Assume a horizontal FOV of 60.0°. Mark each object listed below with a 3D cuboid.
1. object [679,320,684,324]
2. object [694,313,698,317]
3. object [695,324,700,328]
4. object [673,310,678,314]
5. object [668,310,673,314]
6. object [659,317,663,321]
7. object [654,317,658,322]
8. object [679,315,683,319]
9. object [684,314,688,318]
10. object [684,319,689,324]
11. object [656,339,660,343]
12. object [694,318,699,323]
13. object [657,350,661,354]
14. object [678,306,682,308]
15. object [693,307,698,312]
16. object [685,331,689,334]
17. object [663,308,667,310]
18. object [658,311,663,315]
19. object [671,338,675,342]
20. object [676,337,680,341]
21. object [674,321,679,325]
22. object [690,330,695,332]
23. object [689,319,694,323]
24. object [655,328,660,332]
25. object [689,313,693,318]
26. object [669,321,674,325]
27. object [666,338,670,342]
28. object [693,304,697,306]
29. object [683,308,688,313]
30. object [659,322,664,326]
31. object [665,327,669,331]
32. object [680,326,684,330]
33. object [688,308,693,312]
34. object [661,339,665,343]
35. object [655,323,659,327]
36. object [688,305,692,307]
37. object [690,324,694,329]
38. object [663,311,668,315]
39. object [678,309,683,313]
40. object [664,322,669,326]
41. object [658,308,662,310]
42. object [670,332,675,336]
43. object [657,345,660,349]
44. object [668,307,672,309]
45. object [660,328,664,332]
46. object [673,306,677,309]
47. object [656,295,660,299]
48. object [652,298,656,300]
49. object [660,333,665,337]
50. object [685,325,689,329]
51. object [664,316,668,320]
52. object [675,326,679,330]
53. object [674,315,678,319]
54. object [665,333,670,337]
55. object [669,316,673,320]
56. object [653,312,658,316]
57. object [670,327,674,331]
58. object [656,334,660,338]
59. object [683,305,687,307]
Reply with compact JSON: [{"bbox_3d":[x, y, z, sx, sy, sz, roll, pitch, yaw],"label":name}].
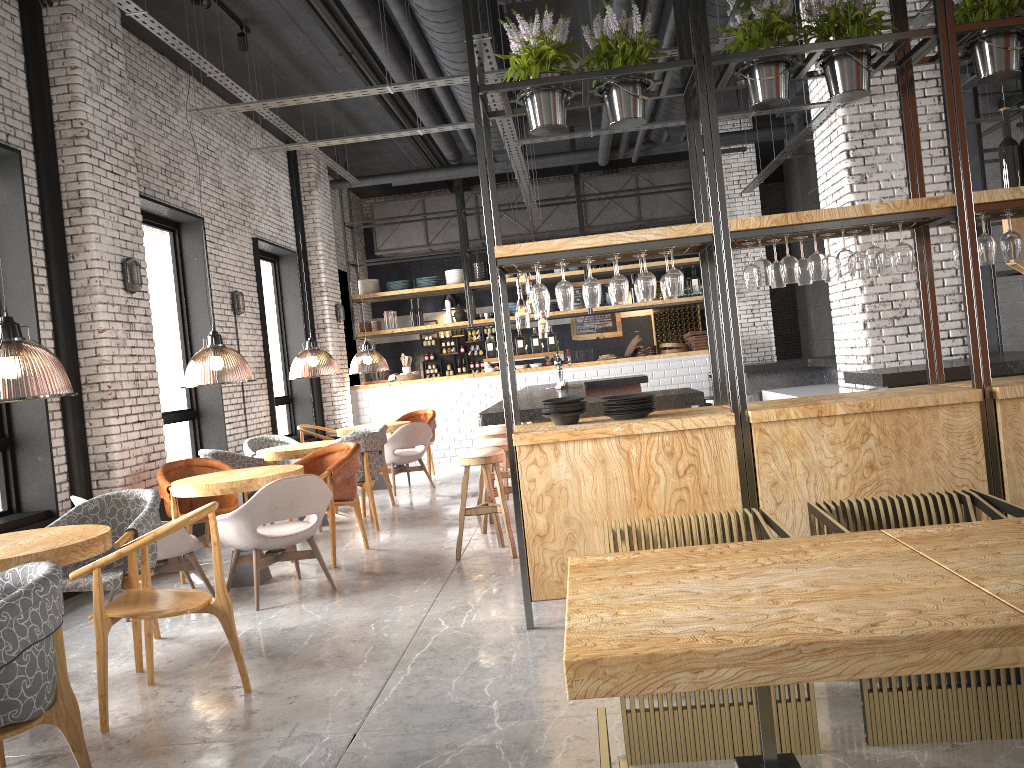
[{"bbox_3d":[3.230,-1.178,16.887,0.079,0.079,0.284,-6,1,5],"label":"object"},{"bbox_3d":[3.501,-1.312,16.870,0.079,0.079,0.284,-6,1,5],"label":"object"},{"bbox_3d":[3.519,-1.101,16.831,0.079,0.079,0.284,-6,1,5],"label":"object"},{"bbox_3d":[3.115,-1.378,16.894,0.079,0.079,0.284,-6,1,5],"label":"object"},{"bbox_3d":[3.022,-1.369,16.906,0.079,0.079,0.284,-6,1,5],"label":"object"},{"bbox_3d":[2.844,-1.244,16.901,0.079,0.079,0.284,-6,1,5],"label":"object"},{"bbox_3d":[2.751,-1.235,16.924,0.079,0.079,0.284,-6,1,5],"label":"object"},{"bbox_3d":[3.218,-1.283,16.872,0.079,0.079,0.284,-6,1,5],"label":"object"},{"bbox_3d":[3.310,-1.291,16.845,0.079,0.079,0.284,-6,1,5],"label":"object"},{"bbox_3d":[3.321,-1.187,16.842,0.079,0.079,0.284,-6,1,5],"label":"object"},{"bbox_3d":[2.793,-0.816,16.899,0.079,0.079,0.281,-6,1,4],"label":"object"},{"bbox_3d":[3.510,-1.207,16.850,0.079,0.079,0.284,-6,1,5],"label":"object"},{"bbox_3d":[2.816,-0.608,16.925,0.079,0.079,0.281,-6,1,4],"label":"object"},{"bbox_3d":[3.197,-1.492,16.871,0.079,0.079,0.284,-6,1,5],"label":"object"},{"bbox_3d":[3.488,-1.416,16.850,0.079,0.079,0.284,-6,1,5],"label":"object"},{"bbox_3d":[3.345,-0.978,16.864,0.079,0.079,0.281,-6,1,4],"label":"object"},{"bbox_3d":[2.917,-1.464,16.908,0.079,0.079,0.284,-6,1,5],"label":"object"},{"bbox_3d":[2.831,-1.348,16.877,0.079,0.079,0.284,-6,1,5],"label":"object"},{"bbox_3d":[3.072,-0.844,16.863,0.079,0.079,0.281,-6,1,4],"label":"object"},{"bbox_3d":[3.168,-0.854,16.870,0.079,0.079,0.281,-6,1,4],"label":"object"},{"bbox_3d":[3.134,-1.168,16.860,0.079,0.079,0.284,-6,1,5],"label":"object"},{"bbox_3d":[3.436,-0.987,16.834,0.079,0.079,0.281,-6,1,4],"label":"object"},{"bbox_3d":[3.418,-1.198,16.873,0.079,0.079,0.284,-6,1,5],"label":"object"},{"bbox_3d":[2.770,-1.025,16.885,0.079,0.079,0.284,-6,1,5],"label":"object"},{"bbox_3d":[3.406,-1.302,16.857,0.079,0.079,0.284,-6,1,5],"label":"object"},{"bbox_3d":[3.040,-1.158,16.863,0.079,0.079,0.284,-6,1,5],"label":"object"},{"bbox_3d":[2.982,-0.836,16.910,0.079,0.079,0.281,-6,1,4],"label":"object"},{"bbox_3d":[3.477,-1.520,16.840,0.079,0.079,0.284,-6,1,5],"label":"object"},{"bbox_3d":[3.301,-1.397,16.864,0.079,0.079,0.284,-6,1,5],"label":"object"},{"bbox_3d":[2.856,-1.140,16.921,0.079,0.079,0.284,-6,1,5],"label":"object"},{"bbox_3d":[2.958,-1.045,16.885,0.079,0.079,0.284,-6,1,5],"label":"object"},{"bbox_3d":[3.241,-1.074,16.892,0.079,0.079,0.284,-6,1,5],"label":"object"},{"bbox_3d":[3.396,-1.407,16.873,0.079,0.079,0.284,-6,1,5],"label":"object"},{"bbox_3d":[2.885,-0.825,16.878,0.079,0.079,0.281,-6,1,4],"label":"object"},{"bbox_3d":[2.761,-1.130,16.908,0.079,0.079,0.284,-6,1,5],"label":"object"},{"bbox_3d":[3.385,-1.511,16.872,0.079,0.079,0.284,-6,1,5],"label":"object"},{"bbox_3d":[3.428,-1.093,16.873,0.079,0.079,0.284,-6,1,5],"label":"object"},{"bbox_3d":[2.927,-1.358,16.893,0.079,0.079,0.284,-6,1,5],"label":"object"},{"bbox_3d":[3.209,-1.388,16.887,0.079,0.079,0.284,-6,1,5],"label":"object"},{"bbox_3d":[2.949,-1.150,16.909,0.079,0.079,0.284,-6,1,5],"label":"object"},{"bbox_3d":[2.821,-1.453,16.881,0.079,0.079,0.284,-6,1,5],"label":"object"},{"bbox_3d":[3.065,-0.950,16.906,0.079,0.079,0.281,-6,1,4],"label":"object"},{"bbox_3d":[2.804,-0.712,16.909,0.079,0.079,0.281,-6,1,4],"label":"object"},{"bbox_3d":[3.009,-1.473,16.885,0.079,0.079,0.284,-6,1,5],"label":"object"},{"bbox_3d":[2.865,-1.035,16.901,0.079,0.079,0.284,-6,1,5],"label":"object"},{"bbox_3d":[3.102,-1.482,16.859,0.079,0.079,0.284,-6,1,5],"label":"object"},{"bbox_3d":[2.800,-1.663,16.899,0.079,0.079,0.284,-6,1,5],"label":"object"},{"bbox_3d":[2.708,-1.654,16.926,0.079,0.079,0.284,-6,1,5],"label":"object"},{"bbox_3d":[2.875,-0.930,16.882,0.079,0.079,0.281,-6,1,4],"label":"object"},{"bbox_3d":[3.334,-1.083,16.865,0.079,0.079,0.284,-6,1,5],"label":"object"},{"bbox_3d":[2.936,-1.253,16.874,0.079,0.079,0.284,-6,1,5],"label":"object"},{"bbox_3d":[3.146,-1.064,16.880,0.079,0.079,0.284,-6,1,5],"label":"object"},{"bbox_3d":[3.123,-1.272,16.856,0.079,0.079,0.284,-6,1,5],"label":"object"},{"bbox_3d":[2.970,-0.940,16.893,0.079,0.079,0.281,-6,1,4],"label":"object"},{"bbox_3d":[3.031,-1.263,16.886,0.079,0.079,0.284,-6,1,5],"label":"object"},{"bbox_3d":[2.739,-1.339,16.899,0.079,0.079,0.284,-6,1,5],"label":"object"},{"bbox_3d":[3.053,-1.054,16.887,0.079,0.079,0.284,-6,1,5],"label":"object"},{"bbox_3d":[2.784,-0.922,16.923,0.079,0.079,0.281,-6,1,4],"label":"object"},{"bbox_3d":[3.292,-1.502,16.883,0.079,0.079,0.284,-6,1,5],"label":"object"}]
